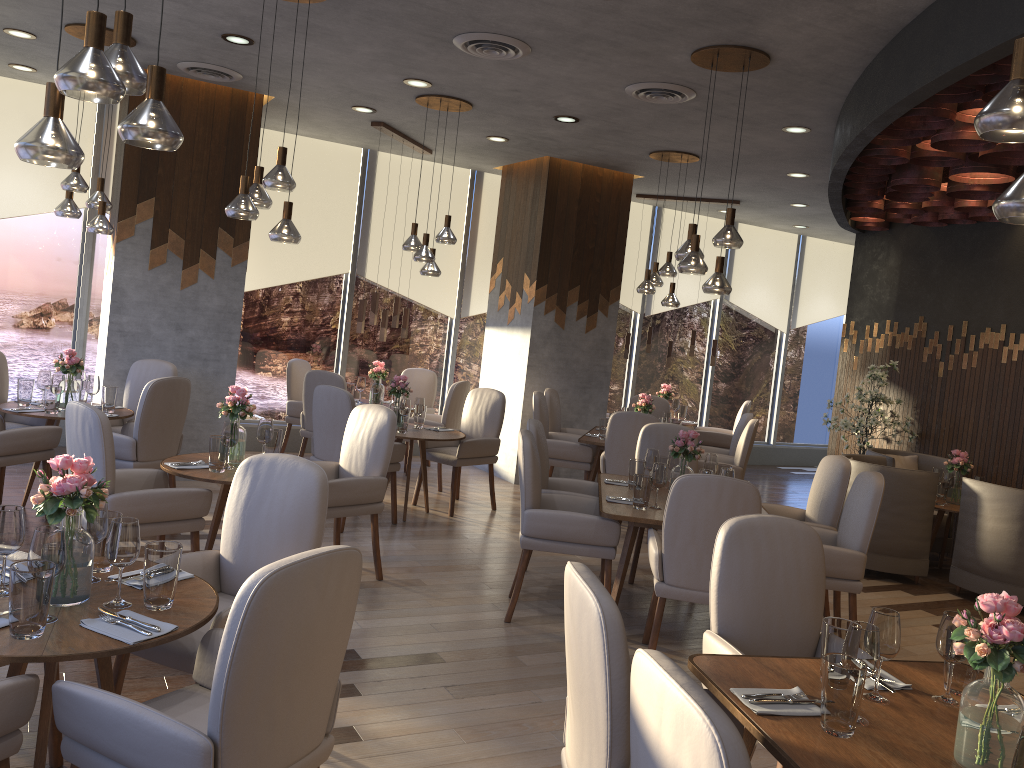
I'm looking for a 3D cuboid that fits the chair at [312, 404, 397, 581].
[{"bbox_3d":[-1.039,0.615,5.123,0.529,0.999,0.599,9,3,43],"label":"chair"}]

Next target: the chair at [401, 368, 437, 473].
[{"bbox_3d":[-1.090,0.340,9.011,0.529,0.999,0.600,7,3,19],"label":"chair"}]

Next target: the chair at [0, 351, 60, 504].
[{"bbox_3d":[-3.555,0.267,6.159,0.600,0.999,0.528,7,3,19],"label":"chair"}]

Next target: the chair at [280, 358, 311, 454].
[{"bbox_3d":[-1.884,0.283,8.574,0.600,0.999,0.528,7,3,15],"label":"chair"}]

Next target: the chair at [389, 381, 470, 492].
[{"bbox_3d":[-0.751,0.432,8.215,0.600,0.999,0.528,7,3,18],"label":"chair"}]

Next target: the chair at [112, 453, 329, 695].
[{"bbox_3d":[-0.993,0.764,3.046,0.529,0.999,0.599,7,3,25],"label":"chair"}]

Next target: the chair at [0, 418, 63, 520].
[{"bbox_3d":[-3.178,0.359,5.429,0.529,0.999,0.600,7,3,15],"label":"chair"}]

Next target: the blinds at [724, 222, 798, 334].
[{"bbox_3d":[3.411,-2.052,11.887,1.172,2.677,0.007,5,2,-28],"label":"blinds"}]

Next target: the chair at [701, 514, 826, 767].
[{"bbox_3d":[0.918,0.985,2.883,0.528,0.999,0.601,6,3,-15],"label":"chair"}]

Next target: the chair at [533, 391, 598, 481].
[{"bbox_3d":[0.434,0.593,7.776,0.600,0.999,0.528,7,3,10],"label":"chair"}]

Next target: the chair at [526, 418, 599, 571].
[{"bbox_3d":[0.339,0.745,5.434,0.600,0.999,0.529,7,3,8],"label":"chair"}]

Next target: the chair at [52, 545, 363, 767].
[{"bbox_3d":[-0.749,0.849,2.217,0.601,0.999,0.528,8,3,27],"label":"chair"}]

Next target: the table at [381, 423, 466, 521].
[{"bbox_3d":[-0.809,0.687,6.888,0.835,0.661,0.833,9,4,36],"label":"table"}]

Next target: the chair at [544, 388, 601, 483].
[{"bbox_3d":[0.561,0.569,8.327,0.600,0.999,0.528,7,3,15],"label":"chair"}]

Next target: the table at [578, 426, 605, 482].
[{"bbox_3d":[1.115,0.824,7.924,0.965,0.665,1.308,7,4,12],"label":"table"}]

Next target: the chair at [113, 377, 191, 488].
[{"bbox_3d":[-2.473,0.414,5.760,0.600,0.999,0.528,7,3,18],"label":"chair"}]

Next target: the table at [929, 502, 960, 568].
[{"bbox_3d":[3.385,1.199,6.855,0.833,0.561,0.836,4,4,-36],"label":"table"}]

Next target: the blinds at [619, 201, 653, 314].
[{"bbox_3d":[1.226,-2.232,10.698,1.172,2.677,0.007,5,2,-28],"label":"blinds"}]

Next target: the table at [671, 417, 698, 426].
[{"bbox_3d":[1.677,0.730,10.201,0.833,0.661,0.836,4,4,-37],"label":"table"}]

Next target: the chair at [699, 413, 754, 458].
[{"bbox_3d":[1.826,0.727,8.044,0.600,0.999,0.529,7,3,8],"label":"chair"}]

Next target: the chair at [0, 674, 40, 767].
[{"bbox_3d":[-1.497,0.782,2.000,0.529,0.999,0.599,7,3,24],"label":"chair"}]

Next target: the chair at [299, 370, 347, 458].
[{"bbox_3d":[-1.550,0.373,7.804,0.529,0.999,0.600,7,3,21],"label":"chair"}]

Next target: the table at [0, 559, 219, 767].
[{"bbox_3d":[-1.300,0.936,2.516,0.833,0.661,0.836,4,4,-29],"label":"table"}]

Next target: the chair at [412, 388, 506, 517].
[{"bbox_3d":[-0.414,0.530,7.345,0.529,0.999,0.599,8,3,38],"label":"chair"}]

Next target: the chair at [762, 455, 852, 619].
[{"bbox_3d":[1.641,0.896,5.312,0.600,0.999,0.529,6,2,0],"label":"chair"}]

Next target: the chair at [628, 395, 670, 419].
[{"bbox_3d":[1.303,0.623,8.715,0.528,0.999,0.600,7,3,9],"label":"chair"}]

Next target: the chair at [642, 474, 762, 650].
[{"bbox_3d":[0.909,0.889,4.262,0.528,0.999,0.600,7,3,8],"label":"chair"}]

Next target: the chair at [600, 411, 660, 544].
[{"bbox_3d":[0.969,0.699,7.094,0.529,0.999,0.600,7,3,15],"label":"chair"}]

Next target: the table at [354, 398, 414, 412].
[{"bbox_3d":[-1.332,0.521,8.440,0.833,0.661,0.835,6,3,-8],"label":"table"}]

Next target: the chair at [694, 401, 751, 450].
[{"bbox_3d":[2.332,0.648,9.989,0.600,0.999,0.528,7,3,15],"label":"chair"}]

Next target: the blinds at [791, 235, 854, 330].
[{"bbox_3d":[4.511,-2.039,12.478,1.172,2.677,0.007,5,2,-28],"label":"blinds"}]

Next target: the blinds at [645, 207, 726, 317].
[{"bbox_3d":[2.317,-2.131,11.293,1.172,2.677,0.007,5,2,-28],"label":"blinds"}]

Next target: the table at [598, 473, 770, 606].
[{"bbox_3d":[0.945,1.001,5.105,0.965,0.665,1.309,7,4,5],"label":"table"}]

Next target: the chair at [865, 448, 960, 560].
[{"bbox_3d":[3.259,1.003,7.490,0.773,0.836,0.597,5,3,-19],"label":"chair"}]

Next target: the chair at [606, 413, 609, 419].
[{"bbox_3d":[1.102,0.489,10.333,0.600,0.999,0.528,7,3,14],"label":"chair"}]

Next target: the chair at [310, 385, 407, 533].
[{"bbox_3d":[-1.151,0.511,6.449,0.529,0.999,0.599,8,3,38],"label":"chair"}]

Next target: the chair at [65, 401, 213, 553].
[{"bbox_3d":[-1.842,0.585,4.287,0.529,0.999,0.599,9,3,42],"label":"chair"}]

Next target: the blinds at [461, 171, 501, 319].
[{"bbox_3d":[0.087,-2.020,10.108,1.172,2.677,0.007,5,2,-28],"label":"blinds"}]

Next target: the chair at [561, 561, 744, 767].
[{"bbox_3d":[0.387,0.974,2.206,0.599,0.999,0.529,6,3,-9],"label":"chair"}]

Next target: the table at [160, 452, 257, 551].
[{"bbox_3d":[-1.453,0.767,4.713,0.835,0.661,0.834,8,3,21],"label":"table"}]

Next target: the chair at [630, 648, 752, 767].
[{"bbox_3d":[0.495,1.024,1.651,0.599,0.999,0.529,6,3,-15],"label":"chair"}]

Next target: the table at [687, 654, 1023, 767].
[{"bbox_3d":[1.059,1.223,2.075,0.964,0.665,1.310,6,4,-12],"label":"table"}]

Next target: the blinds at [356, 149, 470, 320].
[{"bbox_3d":[-1.007,-2.081,9.516,1.172,2.677,0.007,5,2,-28],"label":"blinds"}]

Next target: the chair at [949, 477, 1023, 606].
[{"bbox_3d":[3.564,1.130,6.146,0.773,0.836,0.596,6,3,-14],"label":"chair"}]

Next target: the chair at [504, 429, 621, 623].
[{"bbox_3d":[0.282,0.778,4.871,0.600,0.999,0.529,6,3,2],"label":"chair"}]

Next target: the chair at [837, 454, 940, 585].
[{"bbox_3d":[2.732,0.998,6.723,0.595,0.836,0.776,6,3,-9],"label":"chair"}]

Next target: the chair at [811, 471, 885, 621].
[{"bbox_3d":[1.604,0.932,4.744,0.600,0.999,0.528,7,3,8],"label":"chair"}]

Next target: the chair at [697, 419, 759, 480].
[{"bbox_3d":[1.719,0.754,7.485,0.600,0.999,0.528,7,3,15],"label":"chair"}]

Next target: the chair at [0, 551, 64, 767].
[{"bbox_3d":[-1.755,0.699,2.781,0.601,0.999,0.528,8,3,28],"label":"chair"}]

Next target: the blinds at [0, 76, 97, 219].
[{"bbox_3d":[-4.257,-2.607,7.723,1.172,2.677,0.007,5,2,-28],"label":"blinds"}]

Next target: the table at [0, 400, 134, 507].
[{"bbox_3d":[-3.059,0.498,6.047,0.833,0.661,0.836,3,4,-42],"label":"table"}]

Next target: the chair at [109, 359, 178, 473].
[{"bbox_3d":[-2.843,0.319,6.540,0.529,0.999,0.600,7,3,16],"label":"chair"}]

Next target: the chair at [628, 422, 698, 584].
[{"bbox_3d":[1.033,0.787,5.926,0.528,0.999,0.600,6,3,2],"label":"chair"}]
